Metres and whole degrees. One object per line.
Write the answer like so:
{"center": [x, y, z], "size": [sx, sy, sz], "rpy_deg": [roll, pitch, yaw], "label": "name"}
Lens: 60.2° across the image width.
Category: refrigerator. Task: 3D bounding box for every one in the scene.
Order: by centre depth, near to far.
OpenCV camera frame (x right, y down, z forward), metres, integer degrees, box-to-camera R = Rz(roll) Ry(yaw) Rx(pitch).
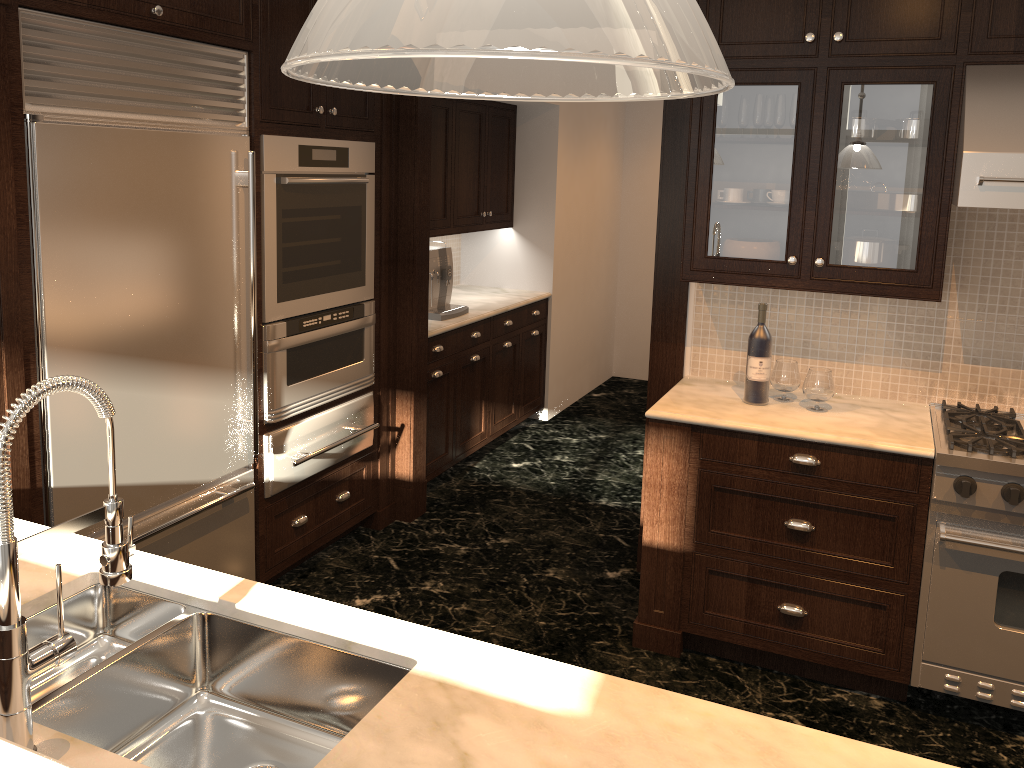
{"center": [-1.411, -0.089, 3.016], "size": [0.689, 2.091, 0.900], "rpy_deg": [6, 10, 23], "label": "refrigerator"}
{"center": [-1.188, 0.694, 3.024], "size": [0.147, 0.563, 0.914], "rpy_deg": [6, 13, 23], "label": "refrigerator"}

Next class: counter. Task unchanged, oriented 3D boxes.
{"center": [-0.513, 0.465, 0.810], "size": [2.864, 0.031, 0.332], "rpy_deg": [8, 15, 23], "label": "counter"}
{"center": [-0.381, 0.567, 1.170], "size": [2.879, 0.031, 1.068], "rpy_deg": [8, 15, 23], "label": "counter"}
{"center": [1.807, 0.428, 2.017], "size": [3.380, 0.031, 2.346], "rpy_deg": [8, 15, 23], "label": "counter"}
{"center": [-0.422, -0.461, 5.351], "size": [0.711, 0.031, 1.881], "rpy_deg": [8, 15, 22], "label": "counter"}

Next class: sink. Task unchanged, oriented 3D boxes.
{"center": [-0.587, 0.602, 1.507], "size": [0.803, 0.209, 0.464], "rpy_deg": [8, 14, 23], "label": "sink"}

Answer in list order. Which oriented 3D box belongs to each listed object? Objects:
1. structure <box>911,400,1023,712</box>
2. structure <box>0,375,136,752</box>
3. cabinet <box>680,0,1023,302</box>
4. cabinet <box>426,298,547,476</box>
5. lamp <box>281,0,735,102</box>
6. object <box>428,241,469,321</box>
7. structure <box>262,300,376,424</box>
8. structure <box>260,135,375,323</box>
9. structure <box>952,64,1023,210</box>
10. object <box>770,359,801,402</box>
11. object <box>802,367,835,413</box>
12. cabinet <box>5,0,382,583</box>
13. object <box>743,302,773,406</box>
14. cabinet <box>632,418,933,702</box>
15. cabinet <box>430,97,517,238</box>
{"center": [1.853, 0.582, 2.923], "size": [0.909, 0.826, 0.728], "rpy_deg": [7, 12, 23], "label": "structure"}
{"center": [-0.648, 0.246, 1.286], "size": [0.051, 0.523, 0.246], "rpy_deg": [5, 10, 22], "label": "structure"}
{"center": [1.845, -0.618, 1.860], "size": [3.379, 1.237, 2.338], "rpy_deg": [7, 14, 23], "label": "cabinet"}
{"center": [-0.133, -0.039, 5.281], "size": [0.057, 0.735, 1.815], "rpy_deg": [5, 13, 23], "label": "cabinet"}
{"center": [0.010, -0.597, 0.578], "size": [0.319, 0.772, 0.320], "rpy_deg": [9, 12, 37], "label": "lamp"}
{"center": [-0.503, -0.597, 5.014], "size": [0.449, 0.400, 0.348], "rpy_deg": [7, 12, 23], "label": "object"}
{"center": [-1.067, -0.150, 3.838], "size": [0.667, 0.383, 0.773], "rpy_deg": [7, 14, 23], "label": "structure"}
{"center": [-1.008, -0.685, 3.737], "size": [0.616, 0.691, 0.768], "rpy_deg": [6, 12, 23], "label": "structure"}
{"center": [1.907, -0.776, 2.739], "size": [0.934, 0.471, 0.648], "rpy_deg": [7, 13, 23], "label": "structure"}
{"center": [1.034, -0.013, 3.339], "size": [0.112, 0.149, 0.114], "rpy_deg": [5, 11, 15], "label": "object"}
{"center": [1.115, 0.021, 3.211], "size": [0.112, 0.149, 0.114], "rpy_deg": [5, 11, 15], "label": "object"}
{"center": [-1.235, -0.415, 3.352], "size": [0.759, 2.387, 1.866], "rpy_deg": [6, 11, 23], "label": "cabinet"}
{"center": [0.915, -0.113, 3.265], "size": [0.095, 0.372, 0.095], "rpy_deg": [9, 11, 38], "label": "object"}
{"center": [1.793, 0.874, 2.085], "size": [3.380, 0.868, 2.346], "rpy_deg": [8, 14, 23], "label": "cabinet"}
{"center": [-0.522, -1.315, 5.277], "size": [0.434, 0.814, 1.881], "rpy_deg": [6, 14, 22], "label": "cabinet"}
